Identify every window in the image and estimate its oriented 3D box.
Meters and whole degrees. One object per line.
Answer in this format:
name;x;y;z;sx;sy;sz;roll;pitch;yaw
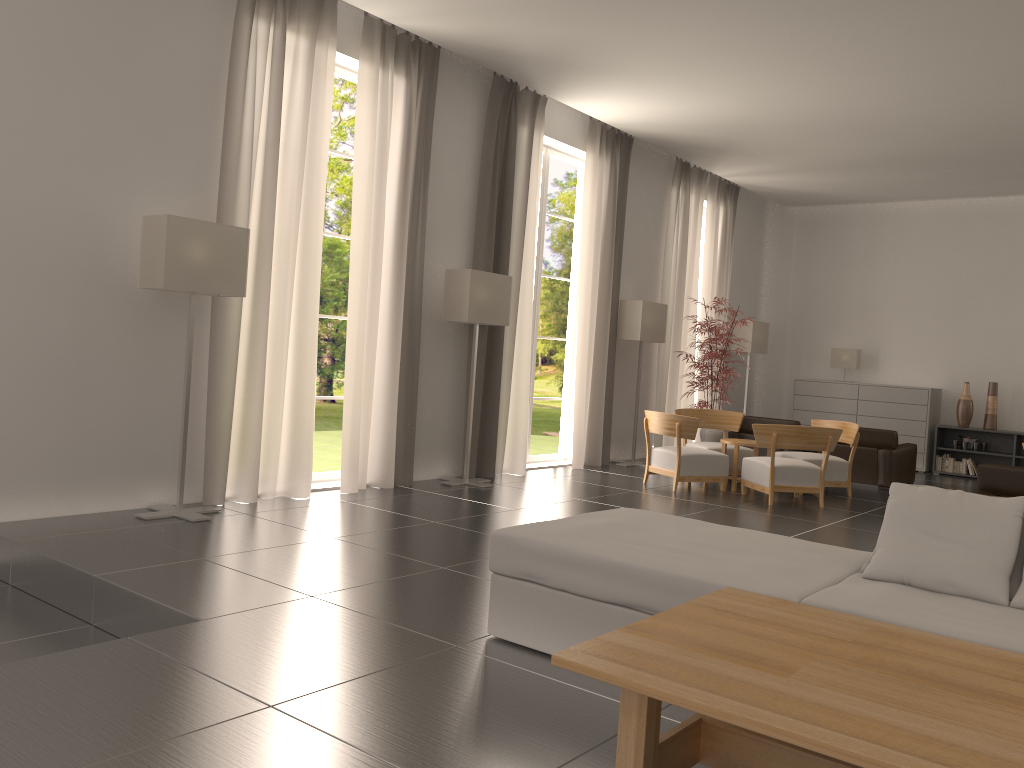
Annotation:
window;3.648;-1.342;20.213;0.110;5.748;2.642;5;1;38
window;15.262;-3.024;16.776;99.196;20.576;48.604;5;2;38
window;0.394;-1.427;16.049;0.110;5.748;2.642;5;1;38
window;-2.859;-1.513;11.886;0.110;5.748;2.642;5;1;38

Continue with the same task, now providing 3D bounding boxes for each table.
table;3.912;1.362;14.856;0.869;0.803;0.870;3;2;-29
table;1.244;1.532;3.558;1.601;0.840;1.599;5;2;38

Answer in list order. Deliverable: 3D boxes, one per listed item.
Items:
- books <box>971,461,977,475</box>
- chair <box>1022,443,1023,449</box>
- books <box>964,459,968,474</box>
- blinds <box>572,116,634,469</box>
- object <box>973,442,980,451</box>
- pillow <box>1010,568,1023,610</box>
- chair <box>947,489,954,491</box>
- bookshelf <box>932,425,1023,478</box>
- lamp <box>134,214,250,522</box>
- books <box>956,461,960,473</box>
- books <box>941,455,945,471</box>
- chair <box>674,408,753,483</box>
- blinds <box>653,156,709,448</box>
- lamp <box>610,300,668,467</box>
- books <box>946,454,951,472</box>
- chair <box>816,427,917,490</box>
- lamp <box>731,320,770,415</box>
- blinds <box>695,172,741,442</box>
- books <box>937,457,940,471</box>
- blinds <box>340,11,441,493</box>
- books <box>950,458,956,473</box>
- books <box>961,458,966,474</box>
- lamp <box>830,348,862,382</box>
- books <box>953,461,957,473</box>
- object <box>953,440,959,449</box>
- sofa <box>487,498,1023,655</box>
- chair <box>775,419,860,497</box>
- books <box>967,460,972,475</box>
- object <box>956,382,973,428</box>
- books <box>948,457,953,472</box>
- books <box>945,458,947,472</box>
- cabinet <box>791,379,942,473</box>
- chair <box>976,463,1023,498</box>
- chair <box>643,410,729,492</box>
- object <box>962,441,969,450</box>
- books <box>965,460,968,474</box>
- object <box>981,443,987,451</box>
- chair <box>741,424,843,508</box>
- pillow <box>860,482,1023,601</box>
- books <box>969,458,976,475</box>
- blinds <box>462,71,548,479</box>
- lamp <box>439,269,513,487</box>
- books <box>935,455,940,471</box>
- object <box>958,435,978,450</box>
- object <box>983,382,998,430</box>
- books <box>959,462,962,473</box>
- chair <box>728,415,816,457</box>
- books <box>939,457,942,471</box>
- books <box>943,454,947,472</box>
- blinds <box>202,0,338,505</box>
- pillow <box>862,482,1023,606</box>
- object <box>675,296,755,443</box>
books;9.985;1.819;19.104;0.142;0.289;0.252;5;1;38
chair;7.856;1.491;12.374;1.453;1.226;1.150;5;2;38
books;9.837;1.788;19.220;0.019;0.324;0.254;5;1;38
blinds;1.630;-1.672;16.610;0.418;6.430;1.549;4;1;34
object;10.001;1.354;19.108;0.136;0.179;0.135;4;1;9
pillow;3.292;1.005;4.926;0.802;0.595;0.595;5;2;39
chair;3.842;1.430;6.209;1.150;1.226;1.453;3;2;-27
bookshelf;10.695;1.560;18.793;3.082;1.079;0.740;5;2;38
lamp;-3.522;-0.165;9.642;0.908;3.178;1.000;5;1;38
books;9.743;1.815;19.347;0.055;0.249;0.167;5;1;38
books;9.506;1.739;19.509;0.039;0.358;0.210;5;1;38
chair;3.678;1.097;15.985;1.451;1.226;1.151;3;1;-17
blinds;3.619;-1.620;19.158;0.415;6.430;1.549;5;1;42
lamp;2.471;-0.008;17.311;0.908;3.178;1.000;5;1;38
books;9.571;1.732;19.444;0.039;0.384;0.232;5;1;38
chair;6.707;1.342;16.872;1.539;1.075;1.499;5;2;38
lamp;5.671;0.076;21.405;0.908;3.178;1.000;5;1;38
blinds;4.663;-1.592;20.490;0.418;6.430;1.549;4;1;34
books;9.432;1.759;19.556;0.048;0.305;0.226;5;1;38
blinds;-1.719;-1.760;12.324;0.418;6.430;1.549;4;1;34
books;9.635;1.775;19.385;0.054;0.311;0.244;5;1;38
books;9.828;1.783;19.270;0.055;0.328;0.187;5;1;38
lamp;8.022;-0.447;21.348;0.619;0.796;0.309;5;1;38
books;9.700;1.811;19.381;0.055;0.249;0.167;5;1;38
object;9.709;1.325;19.396;0.135;0.179;0.136;5;2;39
sofa;1.399;1.347;3.710;5.529;1.204;5.602;5;2;38
chair;5.190;1.228;15.139;1.150;1.226;1.453;4;1;-12
books;9.911;1.797;19.163;0.130;0.322;0.252;5;1;38
object;9.859;0.452;19.282;0.327;0.992;0.327;3;1;-29
books;9.600;1.768;19.418;0.039;0.318;0.236;5;1;38
books;9.550;1.771;19.469;0.017;0.302;0.215;5;1;38
cabinet;8.266;0.924;20.871;3.082;1.876;1.040;5;2;38
chair;6.398;1.529;10.545;1.539;1.075;1.499;5;2;38
chair;2.815;1.085;14.567;1.150;1.226;1.453;3;2;-27
object;9.821;1.338;19.214;0.135;0.179;0.136;5;2;39
books;9.857;1.799;19.213;0.017;0.305;0.239;5;1;38
object;10.214;1.365;19.202;0.135;0.179;0.136;5;2;44
chair;4.250;1.211;13.714;1.451;1.226;1.151;4;1;-7
pillow;2.740;0.967;5.536;0.919;0.577;0.549;5;2;38
books;9.946;1.784;19.147;0.138;0.354;0.236;5;1;38
blinds;-0.115;-1.718;14.380;0.415;6.430;1.549;5;1;42
lamp;-0.592;-0.088;13.391;0.908;3.178;1.000;5;1;38
books;9.396;1.739;19.567;0.022;0.338;0.253;5;1;38
object;9.960;1.277;19.374;0.142;0.309;0.414;3;2;-37
object;10.368;0.474;19.164;0.262;1.025;0.262;5;1;41
books;9.788;1.819;19.313;0.055;0.249;0.167;5;1;38
chair;5.304;1.210;17.973;1.539;1.075;1.499;5;2;38
books;9.461;1.758;19.520;0.039;0.312;0.245;5;1;38
books;9.532;1.728;19.482;0.029;0.385;0.219;5;1;38
blinds;-2.908;-1.791;10.805;0.415;6.430;1.549;5;1;42
pillow;2.653;0.944;5.426;0.802;0.598;0.585;5;2;37
object;3.892;-0.020;17.462;1.490;3.397;1.770;4;1;23
